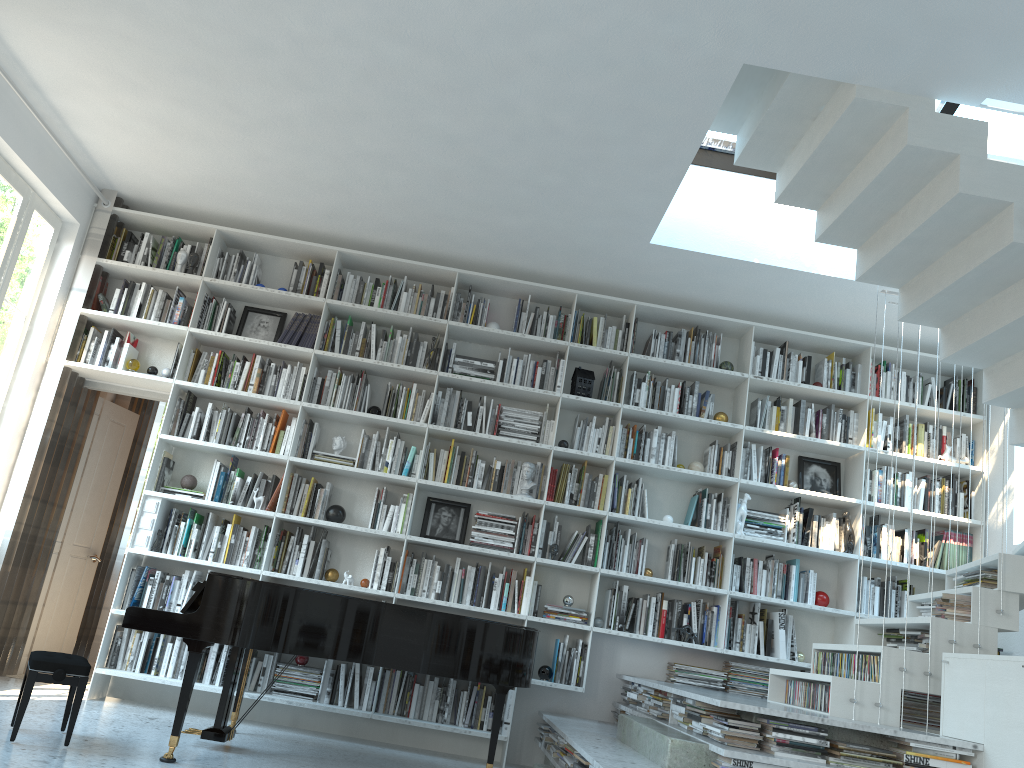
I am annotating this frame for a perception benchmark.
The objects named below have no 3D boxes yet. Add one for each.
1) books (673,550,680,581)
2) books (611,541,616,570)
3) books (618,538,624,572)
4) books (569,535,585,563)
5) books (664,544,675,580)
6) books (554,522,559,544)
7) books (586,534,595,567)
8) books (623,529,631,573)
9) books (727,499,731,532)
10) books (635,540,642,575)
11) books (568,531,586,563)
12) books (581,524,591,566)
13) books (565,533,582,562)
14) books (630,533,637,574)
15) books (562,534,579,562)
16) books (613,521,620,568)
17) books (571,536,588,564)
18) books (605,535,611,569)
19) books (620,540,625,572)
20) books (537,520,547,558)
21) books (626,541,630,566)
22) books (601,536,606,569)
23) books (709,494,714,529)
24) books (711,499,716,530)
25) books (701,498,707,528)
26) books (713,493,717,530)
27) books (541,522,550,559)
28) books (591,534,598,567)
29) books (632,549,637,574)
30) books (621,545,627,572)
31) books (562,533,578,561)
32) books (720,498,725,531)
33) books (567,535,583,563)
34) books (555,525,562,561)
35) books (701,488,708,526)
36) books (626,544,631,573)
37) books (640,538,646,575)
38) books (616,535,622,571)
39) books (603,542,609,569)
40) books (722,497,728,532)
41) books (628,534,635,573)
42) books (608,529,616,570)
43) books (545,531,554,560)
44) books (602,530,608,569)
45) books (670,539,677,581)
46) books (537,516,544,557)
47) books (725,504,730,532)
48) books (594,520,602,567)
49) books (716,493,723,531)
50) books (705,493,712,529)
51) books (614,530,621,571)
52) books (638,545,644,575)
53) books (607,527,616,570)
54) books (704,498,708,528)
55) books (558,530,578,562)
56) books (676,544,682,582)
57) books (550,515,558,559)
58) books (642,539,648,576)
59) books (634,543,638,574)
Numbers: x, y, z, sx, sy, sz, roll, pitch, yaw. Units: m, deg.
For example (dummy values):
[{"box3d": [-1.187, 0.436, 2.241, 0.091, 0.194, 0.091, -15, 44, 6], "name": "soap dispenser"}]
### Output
[{"box3d": [1.080, 1.220, 5.909, 0.016, 0.215, 0.178, 10, -16, -1], "name": "books"}, {"box3d": [0.661, 1.157, 5.911, 0.013, 0.204, 0.154, 10, -16, -1], "name": "books"}, {"box3d": [0.708, 1.148, 5.893, 0.011, 0.225, 0.188, 10, -16, -1], "name": "books"}, {"box3d": [0.423, 1.113, 5.912, 0.090, 0.214, 0.139, 10, -15, -1], "name": "books"}, {"box3d": [1.050, 1.202, 5.927, 0.019, 0.251, 0.130, 10, -15, -1], "name": "books"}, {"box3d": [0.277, 1.060, 5.913, 0.012, 0.265, 0.158, 10, -15, -1], "name": "books"}, {"box3d": [0.510, 1.115, 5.890, 0.029, 0.222, 0.171, 10, -16, -1], "name": "books"}, {"box3d": [0.751, 1.122, 5.909, 0.014, 0.296, 0.175, 10, -15, -1], "name": "books"}, {"box3d": [1.454, 0.914, 6.019, 0.010, 0.245, 0.159, 10, -15, -1], "name": "books"}, {"box3d": [0.827, 1.168, 5.915, 0.015, 0.237, 0.177, 10, -16, -1], "name": "books"}, {"box3d": [0.422, 1.098, 5.906, 0.094, 0.238, 0.150, 10, -15, -1], "name": "books"}, {"box3d": [0.493, 1.087, 5.917, 0.013, 0.285, 0.139, 10, -15, -1], "name": "books"}, {"box3d": [0.394, 1.102, 5.910, 0.095, 0.225, 0.144, 10, -15, -1], "name": "books"}, {"box3d": [0.799, 1.143, 5.929, 0.006, 0.284, 0.160, 10, -15, -1], "name": "books"}, {"box3d": [0.379, 1.101, 5.887, 0.089, 0.209, 0.176, 10, -16, -1], "name": "books"}, {"box3d": [0.681, 1.096, 5.938, 0.007, 0.341, 0.150, 10, -15, -1], "name": "books"}, {"box3d": [0.436, 1.118, 5.900, 0.091, 0.204, 0.169, 10, -16, -1], "name": "books"}, {"box3d": [0.628, 1.136, 5.922, 0.011, 0.238, 0.137, 10, -15, -1], "name": "books"}, {"box3d": [0.718, 1.157, 5.904, 0.013, 0.217, 0.161, 10, -16, -1], "name": "books"}, {"box3d": [0.192, 1.046, 5.910, 0.024, 0.262, 0.154, 10, -15, -1], "name": "books"}, {"box3d": [0.755, 1.153, 5.921, 0.007, 0.246, 0.153, 10, -15, -1], "name": "books"}, {"box3d": [0.593, 1.132, 5.908, 0.012, 0.225, 0.147, 10, -15, -1], "name": "books"}, {"box3d": [1.331, 0.887, 6.021, 0.015, 0.258, 0.152, 10, -15, -1], "name": "books"}, {"box3d": [1.342, 0.904, 6.009, 0.012, 0.223, 0.178, 10, -16, -1], "name": "books"}, {"box3d": [1.277, 0.896, 6.012, 0.013, 0.218, 0.188, 10, -16, -1], "name": "books"}, {"box3d": [1.363, 0.887, 6.031, 0.032, 0.274, 0.155, 10, -15, -1], "name": "books"}, {"box3d": [0.217, 1.054, 5.906, 0.028, 0.252, 0.143, 10, -15, -1], "name": "books"}, {"box3d": [0.534, 1.121, 5.902, 0.021, 0.226, 0.148, 10, -15, -1], "name": "books"}, {"box3d": [0.800, 1.194, 5.914, 0.013, 0.178, 0.141, 10, -16, -1], "name": "books"}, {"box3d": [0.728, 1.173, 5.896, 0.013, 0.186, 0.184, 10, -16, -1], "name": "books"}, {"box3d": [0.371, 1.098, 5.902, 0.088, 0.219, 0.139, 10, -15, -1], "name": "books"}, {"box3d": [1.408, 0.910, 6.028, 0.013, 0.244, 0.159, 10, -15, -1], "name": "books"}, {"box3d": [0.404, 1.110, 5.904, 0.090, 0.211, 0.143, 10, -15, -1], "name": "books"}, {"box3d": [0.299, 1.072, 5.912, 0.035, 0.247, 0.141, 10, -15, -1], "name": "books"}, {"box3d": [1.295, 0.866, 6.037, 0.013, 0.294, 0.154, 10, -15, -1], "name": "books"}, {"box3d": [0.761, 1.175, 5.914, 0.013, 0.202, 0.167, 10, -16, -1], "name": "books"}, {"box3d": [0.857, 1.162, 5.920, 0.014, 0.260, 0.142, 10, -15, -1], "name": "books"}, {"box3d": [0.697, 1.138, 5.906, 0.013, 0.248, 0.165, 10, -15, -1], "name": "books"}, {"box3d": [0.612, 1.155, 5.907, 0.015, 0.187, 0.168, 10, -16, -1], "name": "books"}, {"box3d": [1.422, 0.903, 6.013, 0.011, 0.252, 0.169, 10, -15, -1], "name": "books"}, {"box3d": [0.779, 1.144, 5.911, 0.012, 0.266, 0.183, 10, -15, -1], "name": "books"}, {"box3d": [0.659, 1.116, 5.914, 0.006, 0.280, 0.155, 10, -15, -1], "name": "books"}, {"box3d": [0.240, 1.082, 5.879, 0.027, 0.191, 0.183, 10, -16, -1], "name": "books"}, {"box3d": [0.607, 1.113, 5.907, 0.010, 0.266, 0.158, 10, -15, -1], "name": "books"}, {"box3d": [1.069, 1.190, 5.945, 0.016, 0.289, 0.132, 10, -15, -1], "name": "books"}, {"box3d": [0.176, 1.032, 5.913, 0.012, 0.284, 0.160, 10, -15, -1], "name": "books"}, {"box3d": [1.434, 0.930, 6.023, 0.023, 0.211, 0.165, 10, -16, -1], "name": "books"}, {"box3d": [0.560, 1.076, 5.913, 0.014, 0.324, 0.183, 10, -15, -1], "name": "books"}, {"box3d": [1.387, 0.886, 6.011, 0.012, 0.273, 0.184, 10, -15, -1], "name": "books"}, {"box3d": [1.315, 0.882, 6.020, 0.018, 0.262, 0.165, 10, -15, -1], "name": "books"}, {"box3d": [0.691, 1.119, 5.908, 0.005, 0.283, 0.159, 10, -15, -1], "name": "books"}, {"box3d": [0.839, 1.184, 5.908, 0.014, 0.207, 0.181, 10, -16, -1], "name": "books"}, {"box3d": [0.648, 1.108, 5.916, 0.018, 0.294, 0.178, 10, -15, -1], "name": "books"}, {"box3d": [1.299, 0.899, 6.030, 0.007, 0.229, 0.147, 10, -15, -1], "name": "books"}, {"box3d": [0.364, 1.089, 5.885, 0.095, 0.227, 0.190, 10, -16, -1], "name": "books"}, {"box3d": [1.098, 1.205, 5.929, 0.015, 0.261, 0.150, 10, -15, -1], "name": "books"}, {"box3d": [0.268, 1.036, 5.910, 0.013, 0.306, 0.141, 10, -15, -1], "name": "books"}, {"box3d": [0.869, 1.170, 5.920, 0.013, 0.250, 0.173, 10, -15, -1], "name": "books"}, {"box3d": [0.814, 1.176, 5.922, 0.008, 0.222, 0.134, 10, -15, -1], "name": "books"}]
